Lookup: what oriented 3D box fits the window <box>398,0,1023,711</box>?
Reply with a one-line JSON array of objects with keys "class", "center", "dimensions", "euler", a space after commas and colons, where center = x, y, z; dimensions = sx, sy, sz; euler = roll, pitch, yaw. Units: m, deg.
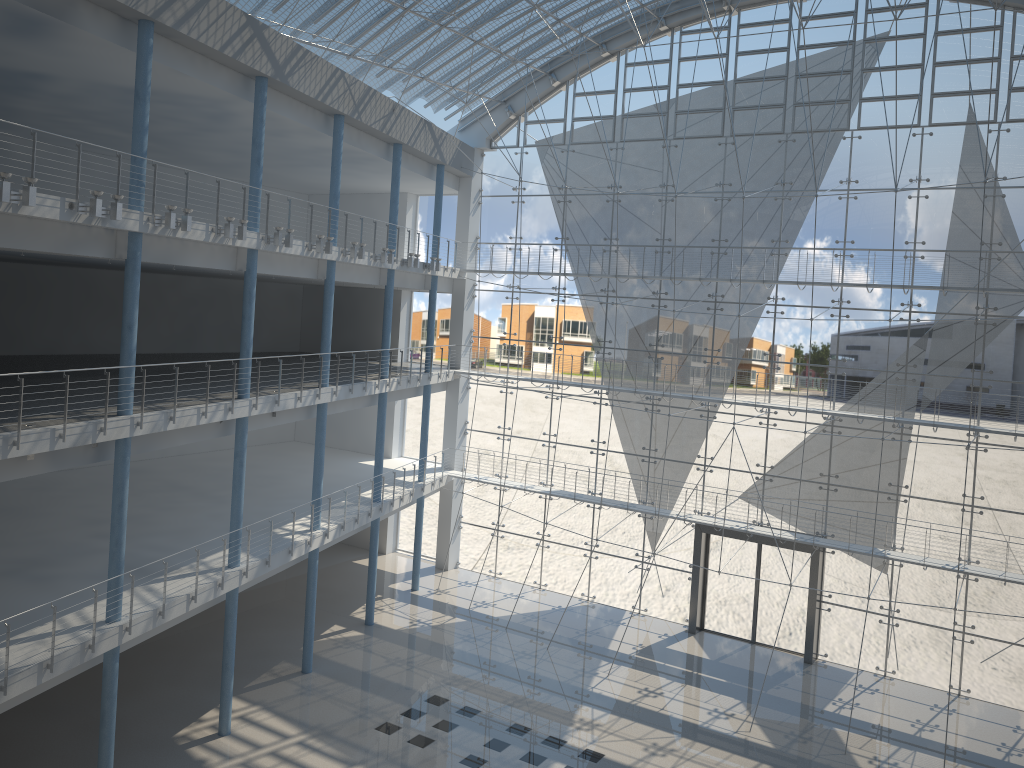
[{"class": "window", "center": [1.081, -0.270, 3.822], "dimensions": [3.859, 2.769, 0.010], "euler": [6, 2, 32]}]
